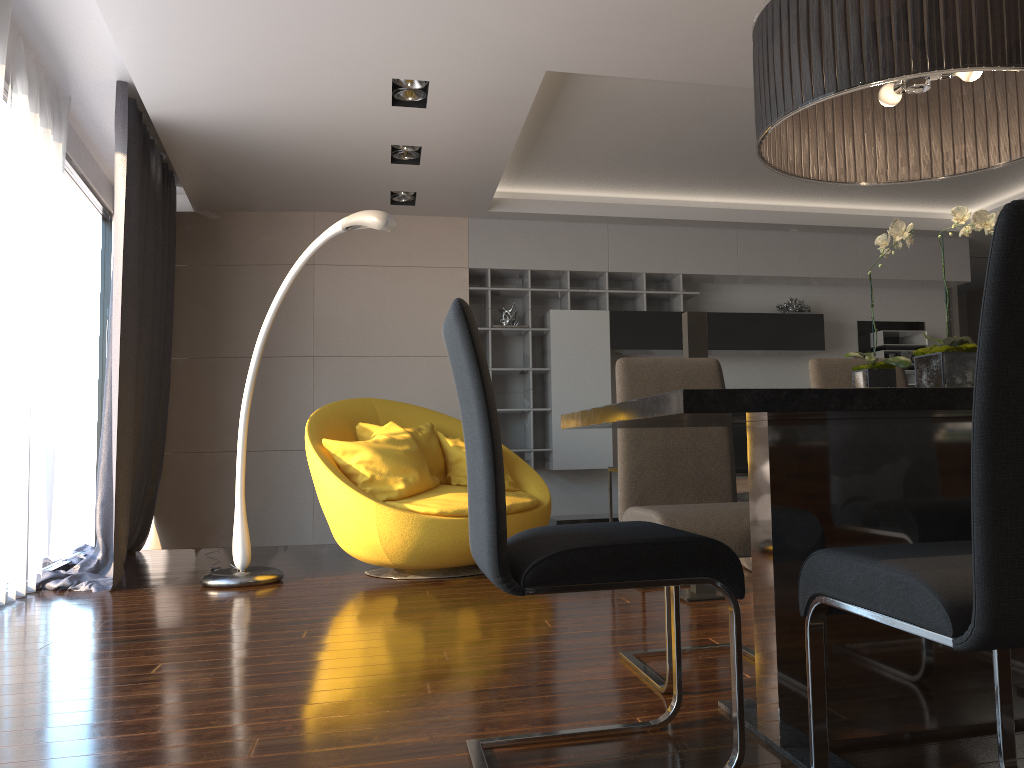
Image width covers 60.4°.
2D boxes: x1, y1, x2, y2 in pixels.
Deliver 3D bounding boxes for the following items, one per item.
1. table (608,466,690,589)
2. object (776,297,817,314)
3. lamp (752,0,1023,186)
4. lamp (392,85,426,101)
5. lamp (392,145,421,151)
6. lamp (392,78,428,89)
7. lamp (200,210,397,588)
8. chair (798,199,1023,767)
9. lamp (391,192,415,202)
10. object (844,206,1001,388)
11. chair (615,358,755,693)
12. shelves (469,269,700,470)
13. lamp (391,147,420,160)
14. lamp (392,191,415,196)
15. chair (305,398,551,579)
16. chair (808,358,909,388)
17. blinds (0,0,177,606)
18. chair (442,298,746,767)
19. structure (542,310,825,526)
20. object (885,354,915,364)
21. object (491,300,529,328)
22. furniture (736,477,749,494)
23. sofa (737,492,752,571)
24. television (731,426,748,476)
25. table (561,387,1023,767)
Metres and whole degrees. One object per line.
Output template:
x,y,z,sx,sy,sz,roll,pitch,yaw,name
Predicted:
0.788,0.703,4.488,0.461,0.563,0.587,0,-5,-10,table
2.498,-0.681,7.796,0.330,0.177,0.316,0,-4,-11,object
1.000,-1.156,2.214,0.786,1.103,0.822,-2,-5,13,lamp
-0.539,-1.529,4.614,0.177,0.077,0.176,-1,-4,1,lamp
-0.647,-1.470,5.372,0.175,0.077,0.179,-2,-4,8,lamp
-0.514,-1.542,4.440,0.182,0.077,0.171,0,-4,-16,lamp
-1.759,0.222,5.443,0.611,1.780,4.026,2,-5,-30,lamp
0.759,0.270,1.357,0.438,0.965,0.559,0,-5,-10,chair
-0.805,-1.385,6.480,0.177,0.077,0.176,-1,-4,1,lamp
1.103,-0.214,2.106,0.592,0.501,0.300,0,-5,-16,object
0.572,0.372,2.672,0.438,0.965,0.559,0,-5,-10,chair
0.605,-0.105,7.272,1.970,1.601,0.369,0,-5,-14,shelves
-0.672,-1.457,5.547,0.177,0.077,0.176,-1,-4,1,lamp
-0.780,-1.398,6.306,0.175,0.077,0.179,-2,-4,8,lamp
-0.449,0.553,5.069,1.602,1.006,1.074,3,-6,-44,chair
1.270,0.368,2.843,0.438,0.965,0.559,0,-5,-10,chair
-1.854,-0.509,2.963,0.773,2.896,7.240,0,-5,-16,blinds
0.151,0.324,1.890,0.586,0.965,0.417,0,-5,-12,chair
1.735,0.288,7.465,2.957,1.767,0.468,0,-5,-14,structure
3.589,-0.227,8.042,0.369,0.094,0.070,0,-5,-14,object
-0.031,-0.549,7.097,0.291,0.227,0.278,0,-4,-11,object
1.670,0.839,5.836,1.103,0.440,1.088,-1,-4,-1,furniture
2.421,0.650,5.272,2.499,0.704,2.720,-1,-4,-1,sofa
2.047,0.440,7.703,1.129,0.715,0.140,0,-5,-13,television
1.009,0.422,2.096,1.641,0.760,1.015,0,-4,-12,table
